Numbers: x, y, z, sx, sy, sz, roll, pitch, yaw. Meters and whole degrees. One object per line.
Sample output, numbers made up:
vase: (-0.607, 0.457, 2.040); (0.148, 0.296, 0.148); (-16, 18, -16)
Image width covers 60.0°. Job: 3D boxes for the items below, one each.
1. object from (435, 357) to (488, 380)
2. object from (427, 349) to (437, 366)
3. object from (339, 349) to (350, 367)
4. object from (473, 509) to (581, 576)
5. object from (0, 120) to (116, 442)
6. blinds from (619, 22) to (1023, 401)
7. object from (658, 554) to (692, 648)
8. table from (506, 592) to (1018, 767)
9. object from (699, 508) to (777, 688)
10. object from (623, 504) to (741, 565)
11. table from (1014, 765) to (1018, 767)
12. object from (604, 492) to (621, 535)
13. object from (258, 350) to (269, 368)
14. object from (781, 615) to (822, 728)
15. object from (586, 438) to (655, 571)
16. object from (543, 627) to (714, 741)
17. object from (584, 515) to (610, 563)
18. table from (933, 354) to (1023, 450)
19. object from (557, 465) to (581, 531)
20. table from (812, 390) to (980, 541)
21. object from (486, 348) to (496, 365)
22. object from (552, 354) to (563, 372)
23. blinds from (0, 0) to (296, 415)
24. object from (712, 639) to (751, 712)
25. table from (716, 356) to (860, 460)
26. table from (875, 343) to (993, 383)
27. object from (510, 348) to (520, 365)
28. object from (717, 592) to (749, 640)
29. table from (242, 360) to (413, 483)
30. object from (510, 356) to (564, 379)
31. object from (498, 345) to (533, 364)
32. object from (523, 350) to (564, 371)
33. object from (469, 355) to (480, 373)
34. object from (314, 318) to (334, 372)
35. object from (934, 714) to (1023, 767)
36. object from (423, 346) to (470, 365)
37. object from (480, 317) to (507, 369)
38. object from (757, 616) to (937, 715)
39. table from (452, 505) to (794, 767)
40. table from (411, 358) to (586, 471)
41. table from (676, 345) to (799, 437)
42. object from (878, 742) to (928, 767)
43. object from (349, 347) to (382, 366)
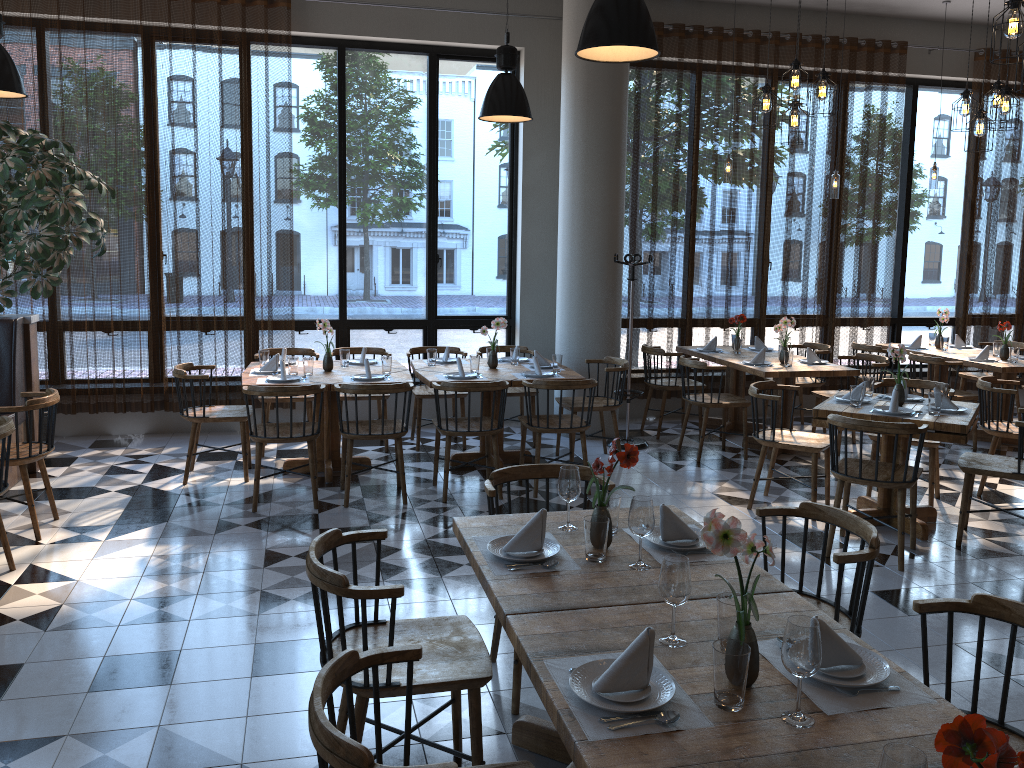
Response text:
object: (-0.370, -0.118, 6.400); (0.352, 0.136, 0.273); (-1, 9, -13)
object: (-0.628, -0.206, 6.941); (0.080, 0.131, 0.080); (-3, 8, -28)
object: (-1.287, -0.198, 6.818); (0.080, 0.131, 0.080); (-3, 8, -28)
object: (0.040, 0.467, 2.806); (0.272, 0.136, 0.354); (-1, 9, -13)
object: (-3.929, -0.744, 6.420); (1.483, 2.767, 1.759); (6, 9, 35)
blinds: (4.367, -1.687, 9.254); (7.265, 3.564, 0.160); (-1, 7, -13)
object: (0.401, 0.534, 2.188); (0.081, 0.214, 0.081); (7, 9, 40)
table: (0.489, 1.047, 2.072); (0.850, 0.760, 0.855); (-1, 8, -13)
object: (0.500, 0.474, 1.991); (0.146, 0.398, 0.207); (6, 9, 35)
object: (0.553, 0.458, 2.918); (0.272, 0.136, 0.354); (-1, 9, -13)
table: (0.685, 1.183, 1.247); (0.850, 0.760, 0.855); (-1, 8, -13)
object: (0.329, 0.442, 3.008); (0.080, 0.131, 0.080); (3, 8, 16)
object: (-1.870, -0.185, 6.679); (0.080, 0.131, 0.080); (-3, 8, -28)
object: (0.597, 0.594, 1.835); (0.081, 0.214, 0.081); (-2, 8, -22)
object: (0.337, 0.366, 2.786); (0.166, 0.353, 0.297); (0, 8, -8)
object: (0.245, 0.609, 1.946); (0.272, 0.136, 0.354); (-1, 9, -13)
object: (0.261, 0.482, 2.752); (0.080, 0.131, 0.080); (4, 8, 21)
table: (4.433, 0.159, 8.006); (0.850, 0.760, 0.855); (-1, 8, -13)
object: (0.196, 0.392, 3.047); (0.081, 0.214, 0.081); (7, 9, 40)
table: (2.409, 0.514, 5.587); (0.866, 0.760, 0.867); (6, 9, 31)
object: (-0.167, -0.220, 7.076); (0.080, 0.131, 0.080); (-3, 8, -28)
object: (0.344, -0.157, 6.738); (0.080, 0.131, 0.080); (-3, 8, -28)
blinds: (-3.470, -1.522, 7.400); (3.198, 3.564, 0.156); (-1, 7, -13)
object: (0.466, 0.624, 1.892); (0.080, 0.131, 0.080); (1, 7, 2)
table: (2.290, 0.205, 7.497); (0.850, 0.760, 0.855); (-1, 8, -13)
table: (4.235, 0.023, 8.833); (0.850, 0.760, 0.855); (-1, 8, -13)
object: (0.022, -0.218, 7.083); (0.080, 0.131, 0.080); (-3, 8, -28)
object: (0.534, 0.584, 2.149); (0.080, 0.131, 0.080); (3, 8, 16)
table: (-1.380, 0.282, 6.632); (1.214, 0.760, 1.222); (-1, 9, -10)
object: (0.188, -0.129, 6.533); (0.352, 0.136, 0.273); (-1, 9, -13)
object: (0.026, -0.257, 7.311); (0.352, 0.136, 0.273); (-1, 9, -13)
object: (0.243, -0.198, 6.967); (0.272, 0.136, 0.354); (-1, 9, -13)
object: (-0.279, -0.149, 6.622); (0.080, 0.131, 0.080); (-3, 8, -28)
object: (-1.388, -0.293, 6.558); (0.146, 0.398, 0.207); (-1, 8, -15)
object: (0.659, 0.626, 1.203); (0.171, 0.353, 0.157); (4, 8, 24)
object: (-0.532, -0.245, 7.179); (0.352, 0.136, 0.273); (-1, 9, -13)
object: (-0.143, -0.316, 6.836); (0.206, 0.398, 0.147); (0, 7, -9)
object: (0.758, 0.600, 2.059); (0.272, 0.136, 0.354); (-1, 9, -13)
table: (0.292, 0.911, 2.896); (0.850, 0.760, 0.855); (-1, 8, -13)
table: (-0.153, 0.256, 6.923); (1.214, 0.760, 1.222); (-1, 9, -10)
table: (2.093, 0.068, 8.324); (0.850, 0.760, 0.855); (-1, 8, -13)
object: (0.597, 0.669, 1.364); (0.081, 0.214, 0.081); (-2, 8, -22)
object: (-1.179, -0.232, 7.025); (0.352, 0.136, 0.273); (-1, 9, -13)
